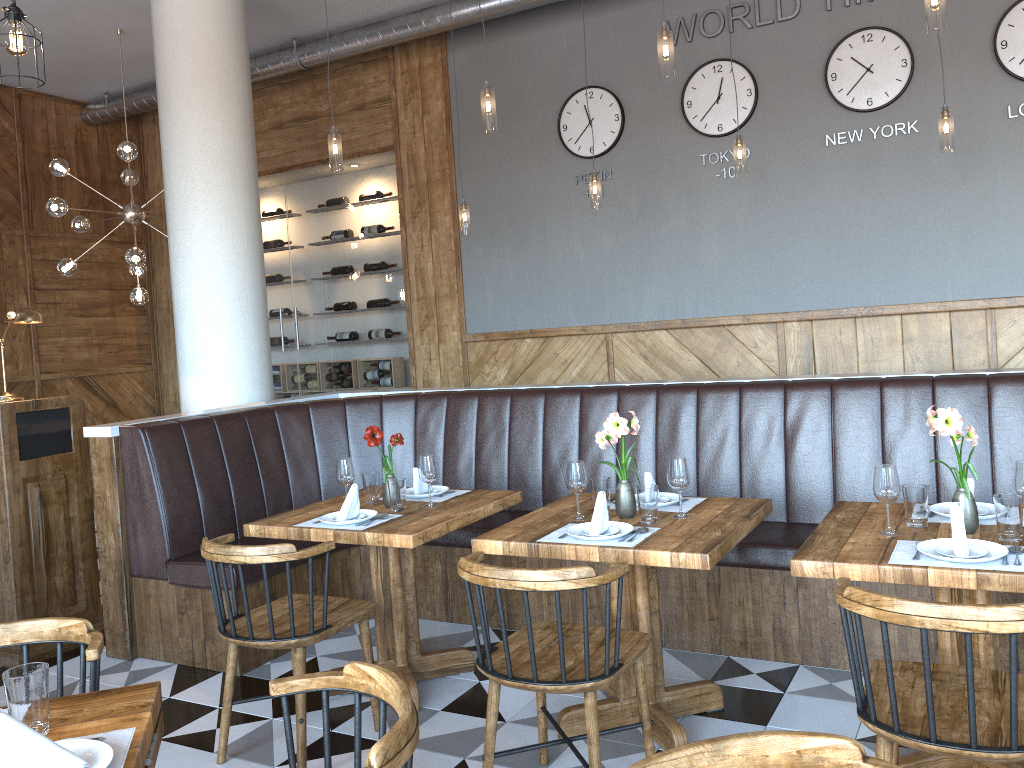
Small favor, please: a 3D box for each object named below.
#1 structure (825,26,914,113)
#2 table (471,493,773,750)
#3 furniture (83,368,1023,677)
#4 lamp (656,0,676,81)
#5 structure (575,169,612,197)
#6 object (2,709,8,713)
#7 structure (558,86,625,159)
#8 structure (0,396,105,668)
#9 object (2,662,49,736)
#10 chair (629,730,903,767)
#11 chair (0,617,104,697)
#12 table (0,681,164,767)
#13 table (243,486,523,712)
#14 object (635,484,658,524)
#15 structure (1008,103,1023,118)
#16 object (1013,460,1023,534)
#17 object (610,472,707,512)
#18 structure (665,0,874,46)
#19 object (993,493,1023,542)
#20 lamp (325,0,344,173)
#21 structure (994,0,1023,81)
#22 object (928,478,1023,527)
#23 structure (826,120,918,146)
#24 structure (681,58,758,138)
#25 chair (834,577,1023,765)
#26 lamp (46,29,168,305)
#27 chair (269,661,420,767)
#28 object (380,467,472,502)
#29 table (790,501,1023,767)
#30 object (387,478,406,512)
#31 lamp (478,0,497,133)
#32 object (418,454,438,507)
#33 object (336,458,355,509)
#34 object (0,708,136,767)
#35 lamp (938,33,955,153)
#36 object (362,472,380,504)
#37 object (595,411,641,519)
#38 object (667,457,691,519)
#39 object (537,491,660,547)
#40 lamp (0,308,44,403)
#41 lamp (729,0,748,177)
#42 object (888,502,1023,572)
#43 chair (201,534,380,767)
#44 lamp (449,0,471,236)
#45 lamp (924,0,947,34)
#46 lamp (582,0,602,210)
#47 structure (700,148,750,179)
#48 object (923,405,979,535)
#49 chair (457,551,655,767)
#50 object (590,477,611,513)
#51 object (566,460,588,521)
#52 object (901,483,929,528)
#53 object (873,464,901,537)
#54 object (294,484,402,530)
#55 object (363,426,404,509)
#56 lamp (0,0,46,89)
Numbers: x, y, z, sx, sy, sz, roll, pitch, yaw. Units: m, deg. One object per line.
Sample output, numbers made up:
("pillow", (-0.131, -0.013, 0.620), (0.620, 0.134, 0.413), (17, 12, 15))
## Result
("structure", (2.402, -2.117, 5.971), (0.560, 0.560, 0.046), (-3, 2, 29))
("table", (0.459, 0.875, 3.276), (0.849, 0.763, 0.852), (-3, 3, 29))
("furniture", (1.251, 0.604, 3.639), (6.581, 1.149, 1.922), (-2, 3, 29))
("lamp", (0.673, -2.433, 4.198), (0.078, 1.962, 0.078), (-4, 1, -26))
("structure", (0.649, -1.570, 6.989), (0.305, 0.197, 0.021), (-2, 2, 29))
("object", (-1.150, 0.630, 1.695), (0.352, 0.137, 0.272), (-5, 3, -16))
("structure", (0.619, -2.055, 6.964), (0.560, 0.560, 0.046), (-3, 2, 29))
("structure", (-2.744, 0.732, 4.830), (1.044, 1.299, 0.646), (-3, 2, 29))
("object", (-0.933, 0.616, 1.709), (0.080, 0.132, 0.080), (-2, 2, 44))
("chair", (0.406, 0.980, 1.155), (0.520, 0.816, 0.550), (-4, 2, -16))
("chair", (-1.217, 1.037, 2.059), (0.520, 0.816, 0.550), (-4, 2, -16))
("table", (-1.043, 1.089, 1.447), (0.865, 0.763, 0.864), (-5, 2, -16))
("table", (-0.504, 0.908, 3.812), (0.849, 0.763, 0.852), (-3, 3, 29))
("object", (0.485, 0.430, 3.166), (0.080, 0.132, 0.080), (-4, 2, 14))
("structure", (3.336, -1.664, 5.493), (0.442, 0.199, 0.021), (-2, 2, 29))
("object", (1.570, 0.343, 2.691), (0.081, 0.215, 0.081), (-4, 1, -7))
("object", (0.555, 0.403, 3.495), (0.351, 0.137, 0.272), (-2, 3, 29))
("structure", (2.342, -2.662, 5.981), (2.726, 0.199, 0.033), (-2, 2, 29))
("object", (1.469, 0.396, 2.618), (0.080, 0.132, 0.080), (-3, 2, 34))
("lamp", (-1.097, -2.228, 5.192), (0.078, 1.962, 0.078), (-5, 1, -29))
("structure", (3.294, -2.148, 5.474), (0.560, 0.560, 0.046), (-3, 2, 29))
("object", (1.523, 0.369, 2.957), (0.351, 0.137, 0.272), (-2, 3, 29))
("structure", (2.431, -1.693, 5.993), (0.582, 0.079, 0.021), (-2, 2, 29))
("structure", (1.511, -2.086, 6.467), (0.560, 0.560, 0.046), (-3, 2, 29))
("chair", (1.107, 0.869, 2.191), (0.519, 0.816, 0.551), (-3, 2, 29))
("lamp", (-3.041, -1.719, 7.045), (1.187, 2.190, 1.162), (-4, 2, -10))
("chair", (-0.421, 1.009, 1.616), (0.550, 0.816, 0.519), (-4, 2, -16))
("object", (-0.403, 0.437, 4.029), (0.351, 0.137, 0.272), (-2, 3, 29))
("table", (1.410, 0.841, 2.747), (0.849, 0.763, 0.852), (-3, 3, 29))
("object", (-0.478, 0.464, 3.702), (0.080, 0.132, 0.080), (-4, 2, 14))
("lamp", (-0.184, -2.318, 4.680), (0.078, 1.962, 0.078), (-4, 1, 15))
("object", (-0.354, 0.410, 3.762), (0.081, 0.215, 0.081), (-5, 2, -30))
("object", (-0.720, 0.431, 3.841), (0.081, 0.215, 0.081), (-3, 1, 21))
("object", (-0.818, 0.618, 1.517), (0.272, 0.137, 0.352), (-5, 3, -16))
("lamp", (2.375, -2.280, 4.948), (0.078, 1.962, 0.078), (-3, 1, 37))
("object", (-0.622, 0.460, 3.926), (0.080, 0.132, 0.080), (-3, 2, 29))
("object", (0.395, 0.297, 3.256), (0.206, 0.400, 0.146), (-3, 2, 37))
("object", (0.610, 0.377, 3.226), (0.081, 0.215, 0.081), (-5, 2, -30))
("object", (0.294, 0.449, 3.041), (0.351, 0.137, 0.272), (-2, 3, 29))
("lamp", (-2.586, -0.022, 4.632), (0.170, 0.756, 0.446), (-4, 2, 4))
("lamp", (1.363, -2.279, 5.509), (0.078, 1.962, 0.078), (-4, 1, -26))
("object", (1.261, 0.415, 2.502), (0.351, 0.137, 0.272), (-2, 3, 29))
("chair", (-0.816, 0.936, 3.262), (0.519, 0.816, 0.551), (-3, 2, 29))
("lamp", (-0.407, -2.074, 6.503), (0.078, 1.962, 0.078), (-5, 1, -29))
("lamp", (1.685, -2.434, 3.637), (0.078, 1.962, 0.078), (-5, 1, -42))
("lamp", (0.506, -2.164, 5.991), (0.078, 1.962, 0.078), (-4, 1, 15))
("structure", (1.561, -1.602, 6.481), (0.368, 0.199, 0.021), (-2, 2, 29))
("object", (1.366, 0.261, 2.746), (0.146, 0.400, 0.207), (-3, 2, 31))
("chair", (0.145, 0.903, 2.726), (0.519, 0.816, 0.551), (-3, 2, 29))
("object", (0.341, 0.427, 3.390), (0.080, 0.132, 0.080), (-3, 2, 29))
("object", (0.243, 0.397, 3.305), (0.081, 0.215, 0.081), (-3, 1, 21))
("object", (1.302, 0.393, 2.855), (0.080, 0.132, 0.080), (-3, 2, 29))
("object", (1.180, 0.364, 2.783), (0.081, 0.215, 0.081), (-4, 1, -7))
("object", (-0.665, 0.482, 3.574), (0.351, 0.137, 0.272), (-2, 3, 29))
("object", (-0.555, 0.351, 3.806), (0.171, 0.355, 0.156), (-3, 2, 22))
("lamp", (-2.013, -2.221, 3.475), (0.175, 2.069, 0.175), (-3, 1, 39))
